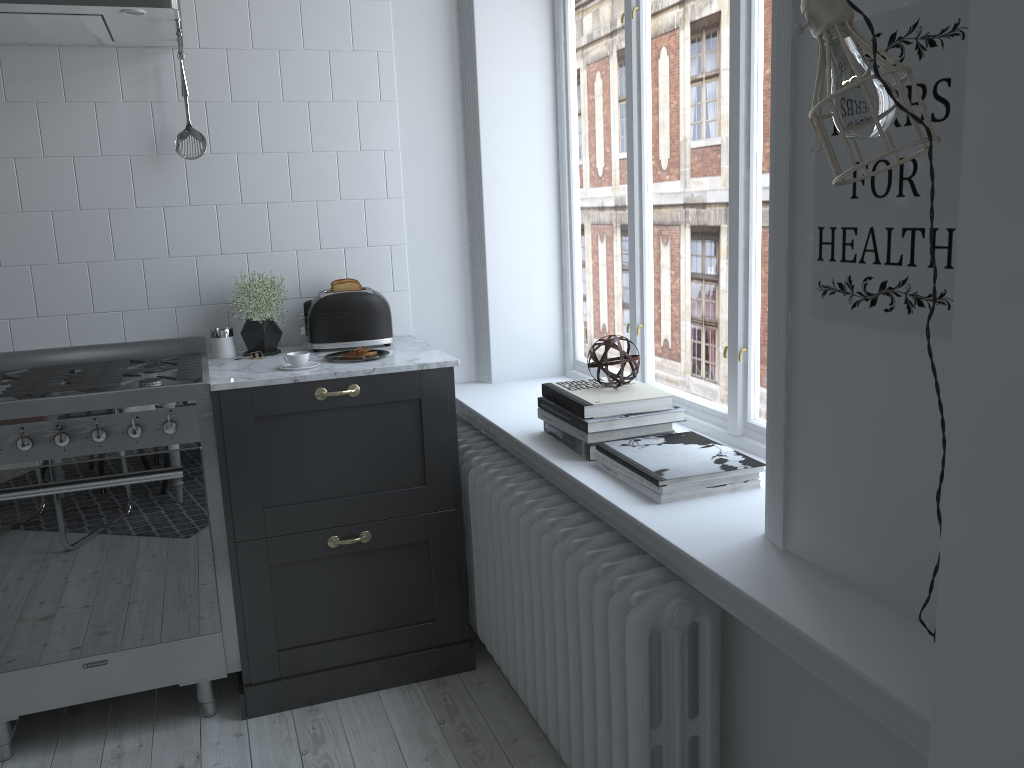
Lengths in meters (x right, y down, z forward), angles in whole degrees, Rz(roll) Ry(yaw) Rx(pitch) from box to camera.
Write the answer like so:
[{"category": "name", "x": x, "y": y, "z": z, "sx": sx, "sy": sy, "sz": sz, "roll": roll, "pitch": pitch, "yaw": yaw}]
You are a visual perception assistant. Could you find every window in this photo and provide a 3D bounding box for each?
[{"category": "window", "x": 0.476, "y": -0.885, "z": 2.445, "sx": 0.061, "sy": 2.080, "sz": 1.716, "roll": -6, "pitch": 12, "yaw": -19}]

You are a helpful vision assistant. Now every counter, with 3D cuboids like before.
[{"category": "counter", "x": -2.103, "y": 0.086, "z": 2.385, "sx": 3.902, "sy": 0.020, "sz": 0.624, "roll": -6, "pitch": 12, "yaw": -19}]

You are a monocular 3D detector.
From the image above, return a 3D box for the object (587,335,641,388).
[{"category": "object", "x": 0.284, "y": -0.063, "z": 2.466, "sx": 0.147, "sy": 0.148, "sz": 0.147, "roll": -8, "pitch": 13, "yaw": -27}]

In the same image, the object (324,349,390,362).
[{"category": "object", "x": -0.495, "y": -0.089, "z": 2.835, "sx": 0.209, "sy": 0.011, "sz": 0.209, "roll": 1, "pitch": 12, "yaw": 18}]

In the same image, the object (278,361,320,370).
[{"category": "object", "x": -0.649, "y": -0.054, "z": 2.703, "sx": 0.126, "sy": 0.008, "sz": 0.126, "roll": -1, "pitch": 11, "yaw": 7}]

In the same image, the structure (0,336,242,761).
[{"category": "structure", "x": -1.292, "y": 0.465, "z": 2.732, "sx": 0.779, "sy": 1.096, "sz": 0.651, "roll": -6, "pitch": 12, "yaw": -19}]

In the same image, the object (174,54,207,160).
[{"category": "object", "x": -1.037, "y": -0.883, "z": 2.825, "sx": 0.101, "sy": 0.331, "sz": 0.030, "roll": -4, "pitch": 11, "yaw": -8}]

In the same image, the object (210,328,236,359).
[{"category": "object", "x": -0.964, "y": -0.137, "z": 2.961, "sx": 0.072, "sy": 0.095, "sz": 0.072, "roll": 3, "pitch": 13, "yaw": 26}]

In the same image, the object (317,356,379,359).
[{"category": "object", "x": -0.517, "y": -0.084, "z": 2.787, "sx": 0.209, "sy": 0.008, "sz": 0.018, "roll": 1, "pitch": 12, "yaw": 16}]

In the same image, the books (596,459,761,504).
[{"category": "books", "x": 0.387, "y": 0.211, "z": 2.128, "sx": 0.254, "sy": 0.019, "sz": 0.343, "roll": -6, "pitch": 12, "yaw": -19}]

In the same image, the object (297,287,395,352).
[{"category": "object", "x": -0.576, "y": -0.232, "z": 3.069, "sx": 0.326, "sy": 0.207, "sz": 0.219, "roll": -5, "pitch": 12, "yaw": -14}]

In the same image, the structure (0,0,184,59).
[{"category": "structure", "x": -1.389, "y": -1.482, "z": 2.381, "sx": 0.843, "sy": 1.079, "sz": 0.567, "roll": -6, "pitch": 12, "yaw": -19}]

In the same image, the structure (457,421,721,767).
[{"category": "structure", "x": 0.092, "y": 0.639, "z": 2.560, "sx": 0.245, "sy": 0.753, "sz": 1.673, "roll": -6, "pitch": 12, "yaw": -19}]

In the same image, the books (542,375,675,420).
[{"category": "books", "x": 0.258, "y": 0.033, "z": 2.462, "sx": 0.259, "sy": 0.038, "sz": 0.325, "roll": -6, "pitch": 12, "yaw": -17}]

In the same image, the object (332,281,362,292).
[{"category": "object", "x": -0.560, "y": -0.295, "z": 3.019, "sx": 0.107, "sy": 0.110, "sz": 0.010, "roll": -5, "pitch": 12, "yaw": -14}]

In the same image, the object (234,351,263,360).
[{"category": "object", "x": -0.865, "y": -0.091, "z": 2.908, "sx": 0.091, "sy": 0.018, "sz": 0.062, "roll": -7, "pitch": 12, "yaw": -21}]

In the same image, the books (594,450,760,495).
[{"category": "books", "x": 0.386, "y": 0.192, "z": 2.130, "sx": 0.254, "sy": 0.019, "sz": 0.337, "roll": -7, "pitch": 12, "yaw": -20}]

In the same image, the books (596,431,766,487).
[{"category": "books", "x": 0.395, "y": 0.174, "z": 2.126, "sx": 0.274, "sy": 0.016, "sz": 0.341, "roll": -6, "pitch": 12, "yaw": -17}]

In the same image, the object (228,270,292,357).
[{"category": "object", "x": -0.844, "y": -0.240, "z": 2.969, "sx": 0.210, "sy": 0.283, "sz": 0.220, "roll": -4, "pitch": 11, "yaw": -6}]

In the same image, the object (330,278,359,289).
[{"category": "object", "x": -0.579, "y": -0.313, "z": 3.092, "sx": 0.107, "sy": 0.110, "sz": 0.010, "roll": -5, "pitch": 12, "yaw": -14}]

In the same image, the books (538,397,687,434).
[{"category": "books", "x": 0.268, "y": 0.068, "z": 2.459, "sx": 0.287, "sy": 0.031, "sz": 0.351, "roll": -6, "pitch": 12, "yaw": -19}]

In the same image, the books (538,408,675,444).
[{"category": "books", "x": 0.254, "y": 0.097, "z": 2.471, "sx": 0.259, "sy": 0.031, "sz": 0.328, "roll": -7, "pitch": 12, "yaw": -21}]

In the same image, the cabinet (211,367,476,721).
[{"category": "cabinet", "x": -2.076, "y": 0.593, "z": 2.476, "sx": 3.897, "sy": 1.012, "sz": 0.646, "roll": -6, "pitch": 12, "yaw": -19}]

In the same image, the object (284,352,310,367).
[{"category": "object", "x": -0.651, "y": -0.073, "z": 2.698, "sx": 0.072, "sy": 0.040, "sz": 0.070, "roll": -8, "pitch": 13, "yaw": -26}]

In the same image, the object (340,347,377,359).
[{"category": "object", "x": -0.490, "y": -0.101, "z": 2.832, "sx": 0.119, "sy": 0.031, "sz": 0.074, "roll": 0, "pitch": 12, "yaw": 13}]

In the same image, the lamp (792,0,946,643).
[{"category": "lamp", "x": 0.444, "y": -0.149, "z": 1.090, "sx": 0.131, "sy": 0.977, "sz": 0.312, "roll": -13, "pitch": 16, "yaw": -43}]

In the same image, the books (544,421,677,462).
[{"category": "books", "x": 0.268, "y": 0.135, "z": 2.471, "sx": 0.259, "sy": 0.044, "sz": 0.351, "roll": -6, "pitch": 12, "yaw": -17}]

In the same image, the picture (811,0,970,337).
[{"category": "picture", "x": 0.554, "y": -0.315, "z": 1.327, "sx": 0.003, "sy": 0.457, "sz": 0.311, "roll": -6, "pitch": 12, "yaw": -19}]
